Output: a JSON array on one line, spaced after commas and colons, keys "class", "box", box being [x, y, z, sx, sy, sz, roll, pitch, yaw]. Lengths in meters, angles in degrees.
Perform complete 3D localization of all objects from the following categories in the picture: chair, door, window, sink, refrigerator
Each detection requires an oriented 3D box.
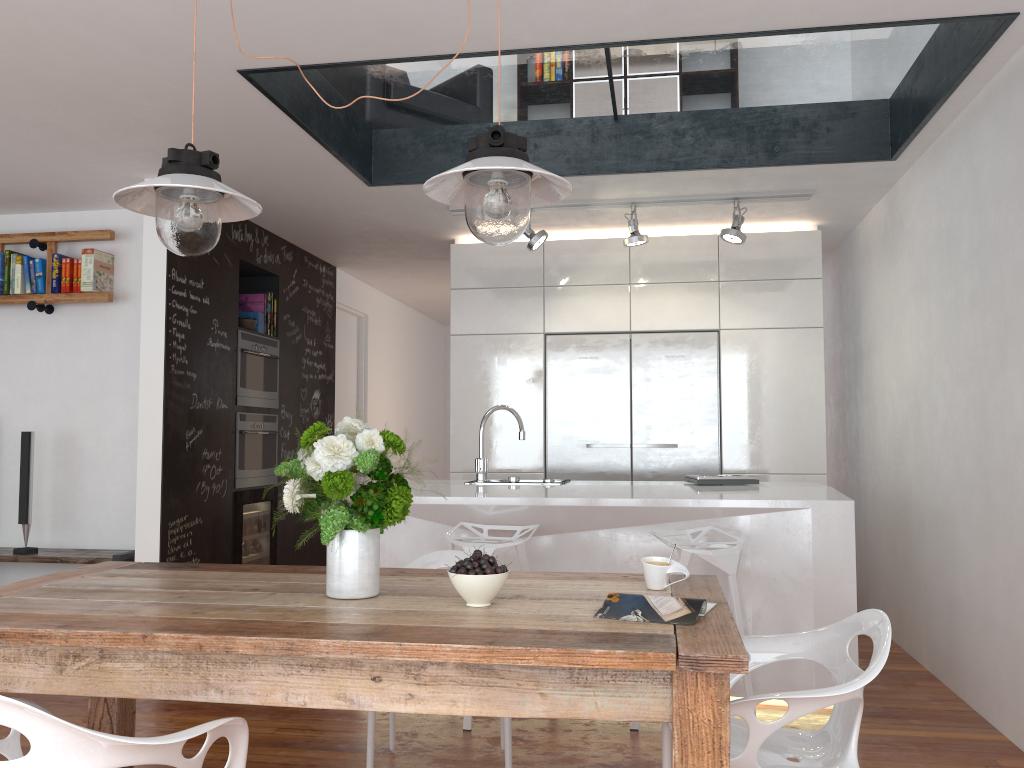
[{"class": "chair", "box": [0.630, 0.895, 2.106, 0.505, 0.710, 0.577, 0, -4, 4]}, {"class": "chair", "box": [-0.837, 0.869, 1.675, 0.577, 0.710, 0.505, -1, -4, 14]}, {"class": "door", "box": [-1.421, 0.477, 7.433, 0.120, 2.236, 0.823, -1, -4, 9]}, {"class": "window", "box": [0.435, -1.433, 3.877, 2.700, 0.035, 1.546, -1, -4, 9]}, {"class": "chair", "box": [-0.105, 0.971, 3.651, 0.492, 0.765, 0.428, -1, -4, 19]}, {"class": "sink", "box": [0.038, 0.394, 4.607, 0.492, 0.570, 0.459, -1, -4, 9]}, {"class": "refrigerator", "box": [0.771, 0.571, 5.702, 1.119, 1.811, 0.142, -1, -4, 9]}, {"class": "chair", "box": [-0.229, 0.955, 3.021, 0.577, 0.710, 0.505, 0, -4, -1]}, {"class": "chair", "box": [0.774, 0.956, 3.434, 0.492, 0.765, 0.428, 3, -5, -36]}]

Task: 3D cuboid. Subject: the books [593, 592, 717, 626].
[{"class": "books", "box": [0.329, 0.495, 2.007, 0.218, 0.035, 0.267, -2, -4, 24]}]

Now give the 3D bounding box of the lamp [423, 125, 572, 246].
[{"class": "lamp", "box": [-0.036, -0.499, 2.223, 0.372, 0.306, 0.372, 2, -4, -29]}]

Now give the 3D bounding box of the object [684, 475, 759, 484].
[{"class": "object", "box": [1.032, 0.472, 4.395, 0.298, 0.036, 0.325, 0, -4, -1]}]

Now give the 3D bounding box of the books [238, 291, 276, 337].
[{"class": "books", "box": [-1.721, -0.468, 5.950, 0.230, 0.303, 0.152, -1, -4, 9]}]

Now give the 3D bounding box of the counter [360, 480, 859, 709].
[{"class": "counter", "box": [0.354, 0.941, 4.267, 2.289, 0.903, 0.956, -1, -4, 9]}]

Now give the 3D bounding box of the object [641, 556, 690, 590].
[{"class": "object", "box": [0.397, 0.492, 2.296, 0.127, 0.078, 0.082, -1, -4, 15]}]

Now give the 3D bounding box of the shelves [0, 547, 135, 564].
[{"class": "shelves", "box": [-3.788, 1.205, 5.236, 3.473, 0.506, 0.414, -1, -4, 9]}]

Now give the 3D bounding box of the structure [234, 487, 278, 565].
[{"class": "structure", "box": [-1.594, 1.050, 5.617, 0.081, 0.763, 0.582, -1, -4, 9]}]

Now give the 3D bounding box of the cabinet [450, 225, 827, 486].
[{"class": "cabinet", "box": [0.845, 0.259, 6.173, 2.404, 2.506, 0.946, -1, -4, 9]}]

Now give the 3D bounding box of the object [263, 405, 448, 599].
[{"class": "object", "box": [-0.411, 0.289, 2.253, 0.432, 0.476, 0.371, 3, -5, -39]}]

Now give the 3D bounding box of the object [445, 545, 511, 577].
[{"class": "object", "box": [-0.078, 0.428, 2.085, 0.159, 0.095, 0.141, 0, -4, -5]}]

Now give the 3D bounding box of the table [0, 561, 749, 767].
[{"class": "table", "box": [-0.437, 0.893, 2.194, 1.910, 0.735, 0.969, -1, -4, 9]}]

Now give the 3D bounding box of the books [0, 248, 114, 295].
[{"class": "books", "box": [-2.424, -1.497, 5.522, 5.671, 1.974, 0.733, 0, -4, -1]}]

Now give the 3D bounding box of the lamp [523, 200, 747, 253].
[{"class": "lamp", "box": [0.673, -0.906, 5.116, 1.324, 0.254, 0.154, -1, -4, 9]}]

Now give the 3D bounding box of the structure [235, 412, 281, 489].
[{"class": "structure", "box": [-1.603, 0.419, 5.659, 0.052, 0.462, 0.585, -1, -4, 9]}]

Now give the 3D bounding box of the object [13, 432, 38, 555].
[{"class": "object", "box": [-2.749, 0.614, 5.034, 0.089, 0.687, 0.089, -1, -4, 19]}]

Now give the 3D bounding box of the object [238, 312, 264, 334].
[{"class": "object", "box": [-1.705, -0.395, 5.797, 0.136, 0.136, 0.110, 0, -4, 2]}]

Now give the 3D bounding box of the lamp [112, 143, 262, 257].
[{"class": "lamp", "box": [-0.857, -0.490, 2.358, 0.372, 0.306, 0.372, 0, -4, 4]}]

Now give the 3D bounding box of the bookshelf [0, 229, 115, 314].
[{"class": "bookshelf", "box": [-3.795, -0.645, 5.450, 2.983, 0.465, 0.161, -1, -4, 9]}]

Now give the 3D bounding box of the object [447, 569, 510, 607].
[{"class": "object", "box": [-0.078, 0.478, 2.081, 0.146, 0.079, 0.146, -1, -4, 18]}]

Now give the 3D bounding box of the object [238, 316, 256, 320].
[{"class": "object", "box": [-1.682, -0.405, 5.650, 0.077, 0.042, 0.116, -2, -4, 23]}]

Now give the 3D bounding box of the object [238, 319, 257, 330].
[{"class": "object", "box": [-1.692, -0.371, 5.648, 0.132, 0.069, 0.132, -3, -5, 43]}]

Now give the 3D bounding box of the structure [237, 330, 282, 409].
[{"class": "structure", "box": [-1.603, -0.083, 5.691, 0.052, 0.462, 0.585, -1, -4, 9]}]
